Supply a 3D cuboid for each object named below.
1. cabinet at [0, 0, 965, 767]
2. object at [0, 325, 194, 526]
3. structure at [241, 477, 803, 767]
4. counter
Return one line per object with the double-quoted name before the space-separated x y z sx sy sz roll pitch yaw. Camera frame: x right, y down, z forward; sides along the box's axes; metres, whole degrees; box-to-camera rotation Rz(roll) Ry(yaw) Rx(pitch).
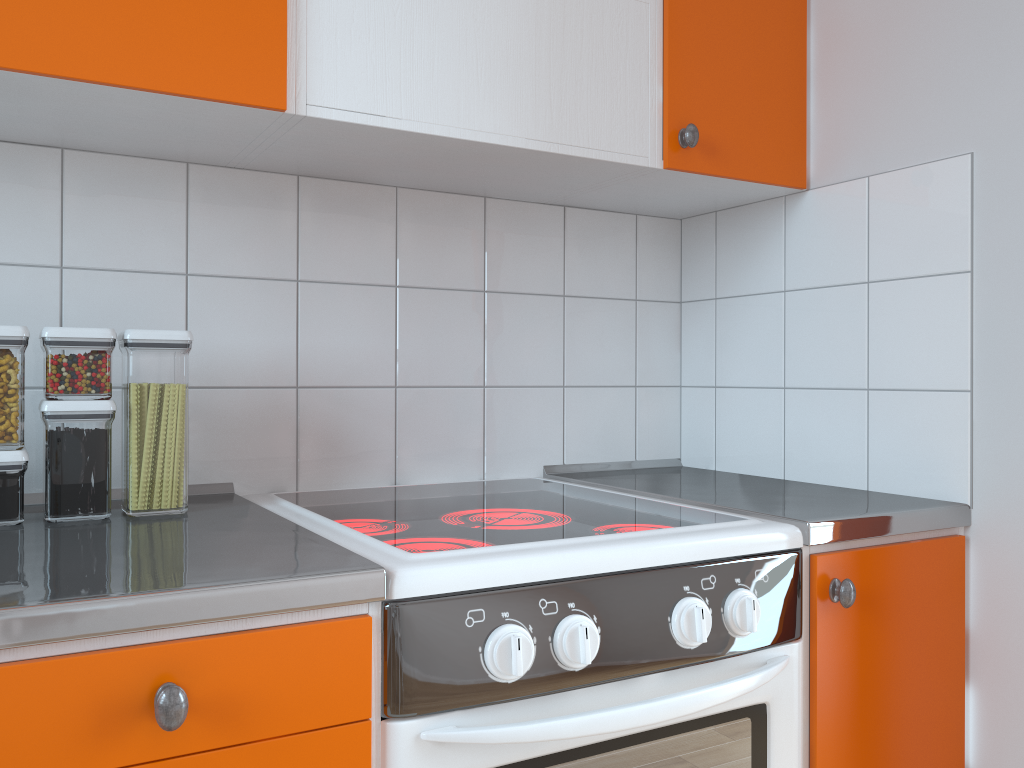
"cabinet" -0.785 -0.124 0.914 3.079 2.348 0.710 0 0 -29
"object" -0.604 0.054 1.226 0.298 0.261 0.095 0 0 -29
"structure" -0.022 0.617 1.331 0.613 0.864 0.739 0 0 -30
"counter" -0.796 0.231 0.928 3.077 0.132 0.687 0 0 -29
